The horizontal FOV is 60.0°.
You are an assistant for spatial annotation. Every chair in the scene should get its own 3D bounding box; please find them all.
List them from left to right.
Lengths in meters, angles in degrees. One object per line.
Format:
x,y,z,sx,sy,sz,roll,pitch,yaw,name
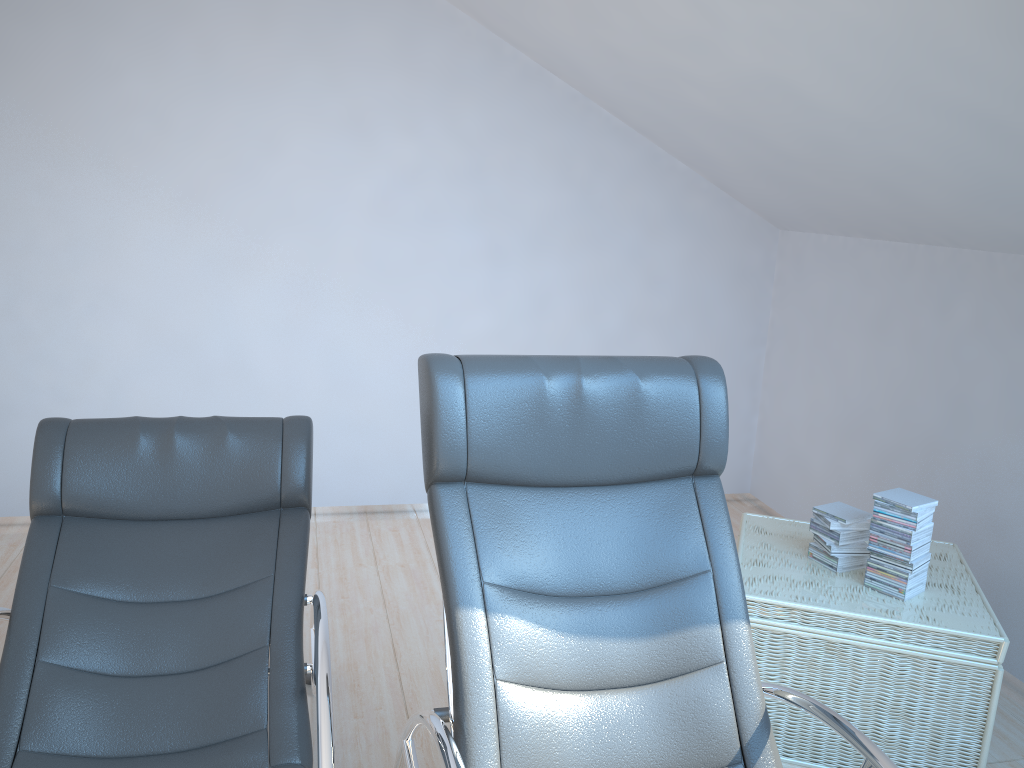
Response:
-0.775,0.745,1.810,0.836,0.953,2.114,0,13,-14,chair
0.296,0.712,1.524,0.836,1.251,1.938,0,13,-14,chair

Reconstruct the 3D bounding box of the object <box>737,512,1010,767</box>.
1.088,0.834,2.903,0.745,0.518,0.744,7,13,16,object

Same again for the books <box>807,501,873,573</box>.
1.057,0.496,2.866,0.162,0.184,0.165,0,13,-15,books

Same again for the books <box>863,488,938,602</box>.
1.166,0.483,2.676,0.149,0.300,0.149,-8,17,-42,books
